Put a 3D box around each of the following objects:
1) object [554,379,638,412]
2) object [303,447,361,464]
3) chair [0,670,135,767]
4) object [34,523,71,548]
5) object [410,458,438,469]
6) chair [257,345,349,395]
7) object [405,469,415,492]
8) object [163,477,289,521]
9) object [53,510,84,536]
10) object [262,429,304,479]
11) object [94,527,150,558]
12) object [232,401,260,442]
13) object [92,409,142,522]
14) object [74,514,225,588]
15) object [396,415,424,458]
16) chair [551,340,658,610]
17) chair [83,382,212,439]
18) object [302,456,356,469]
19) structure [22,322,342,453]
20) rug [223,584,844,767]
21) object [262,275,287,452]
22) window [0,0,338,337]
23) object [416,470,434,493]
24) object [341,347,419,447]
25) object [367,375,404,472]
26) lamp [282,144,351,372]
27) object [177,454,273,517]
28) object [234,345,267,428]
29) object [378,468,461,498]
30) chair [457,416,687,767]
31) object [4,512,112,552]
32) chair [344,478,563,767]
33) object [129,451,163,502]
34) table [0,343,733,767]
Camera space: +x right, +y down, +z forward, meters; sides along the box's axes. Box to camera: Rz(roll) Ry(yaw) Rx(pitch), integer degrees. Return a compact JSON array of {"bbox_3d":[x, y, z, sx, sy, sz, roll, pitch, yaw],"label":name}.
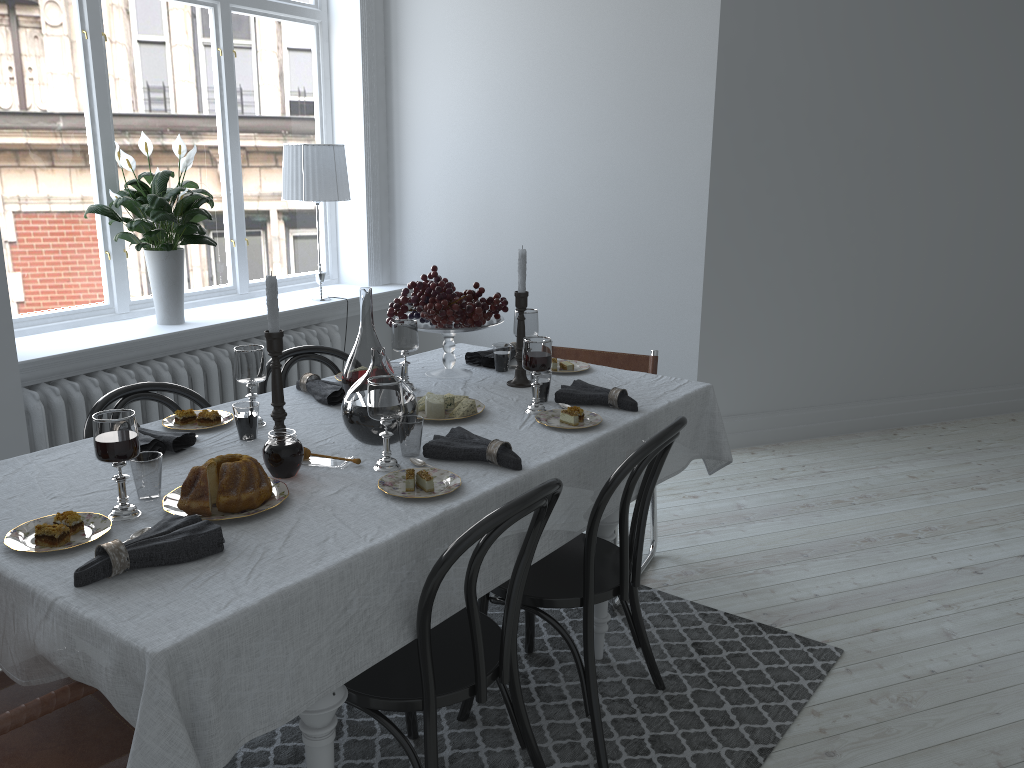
[{"bbox_3d":[0.267,0.025,2.645,0.247,0.061,0.165,5,15,17],"label":"object"},{"bbox_3d":[-0.436,0.170,2.100,0.167,0.031,0.031,4,15,13],"label":"object"},{"bbox_3d":[-0.967,0.740,1.639,0.546,0.837,0.593,12,19,39],"label":"chair"},{"bbox_3d":[-0.858,0.278,1.653,0.057,0.041,0.038,4,15,12],"label":"object"},{"bbox_3d":[-0.189,0.192,2.072,0.131,0.012,0.031,11,18,35],"label":"object"},{"bbox_3d":[-0.551,0.360,2.984,0.463,0.909,0.564,-13,19,-41],"label":"chair"},{"bbox_3d":[-0.223,0.209,1.949,0.021,0.037,0.057,0,14,-3],"label":"object"},{"bbox_3d":[-0.596,0.242,1.855,0.251,0.018,0.251,-5,15,-21],"label":"object"},{"bbox_3d":[-0.855,0.265,1.708,0.051,0.039,0.036,5,15,18],"label":"object"},{"bbox_3d":[-0.518,0.158,2.010,0.091,0.101,0.091,7,16,23],"label":"object"},{"bbox_3d":[-0.720,0.296,1.648,0.031,0.012,0.131,6,15,20],"label":"object"},{"bbox_3d":[-0.675,0.097,2.260,0.066,0.094,0.066,-9,17,-31],"label":"object"},{"bbox_3d":[-0.779,0.164,1.760,0.083,0.215,0.083,-4,15,-16],"label":"object"},{"bbox_3d":[-0.627,0.292,1.574,0.165,0.061,0.247,5,15,17],"label":"object"},{"bbox_3d":[-0.246,0.129,2.148,0.066,0.094,0.066,-9,17,-31],"label":"object"},{"bbox_3d":[0.231,0.313,3.340,0.546,0.837,0.593,7,16,23],"label":"chair"},{"bbox_3d":[-0.866,0.479,2.513,0.564,0.909,0.463,9,17,31],"label":"chair"},{"bbox_3d":[-0.456,0.182,2.107,0.150,0.009,0.075,4,15,13],"label":"object"},{"bbox_3d":[-1.357,0.214,3.926,0.245,0.753,1.710,9,17,30],"label":"structure"},{"bbox_3d":[-0.247,0.936,2.527,1.701,0.021,2.166,11,18,35],"label":"rug"},{"bbox_3d":[-0.569,-0.046,2.139,0.089,0.432,0.089,1,14,1],"label":"object"},{"bbox_3d":[-1.549,-1.348,3.973,0.061,2.080,2.079,9,17,30],"label":"window"},{"bbox_3d":[-0.191,0.211,1.943,0.021,0.037,0.057,-8,17,-30],"label":"object"},{"bbox_3d":[-0.333,0.030,2.234,0.194,0.245,0.194,-11,18,-37],"label":"object"},{"bbox_3d":[-0.291,0.094,2.049,0.083,0.215,0.083,-4,15,-16],"label":"object"},{"bbox_3d":[-0.968,-0.521,4.476,0.335,1.331,0.335,-9,17,-33],"label":"lamp"},{"bbox_3d":[-0.586,0.204,1.839,0.164,0.105,0.191,0,14,-2],"label":"object"},{"bbox_3d":[-0.695,0.009,2.366,0.083,0.215,0.083,-4,15,-16],"label":"object"},{"bbox_3d":[-0.203,0.222,1.953,0.182,0.013,0.182,-1,15,-6],"label":"object"},{"bbox_3d":[0.171,0.502,2.459,0.564,0.909,0.463,8,16,26],"label":"chair"},{"bbox_3d":[-0.859,0.285,1.685,0.182,0.013,0.182,-5,15,-21],"label":"object"},{"bbox_3d":[-0.181,0.610,2.024,0.564,0.909,0.463,9,17,31],"label":"chair"},{"bbox_3d":[-0.768,0.196,1.869,0.066,0.094,0.066,-9,17,-31],"label":"object"},{"bbox_3d":[-0.358,0.523,2.475,1.210,0.842,2.179,11,18,34],"label":"table"}]
